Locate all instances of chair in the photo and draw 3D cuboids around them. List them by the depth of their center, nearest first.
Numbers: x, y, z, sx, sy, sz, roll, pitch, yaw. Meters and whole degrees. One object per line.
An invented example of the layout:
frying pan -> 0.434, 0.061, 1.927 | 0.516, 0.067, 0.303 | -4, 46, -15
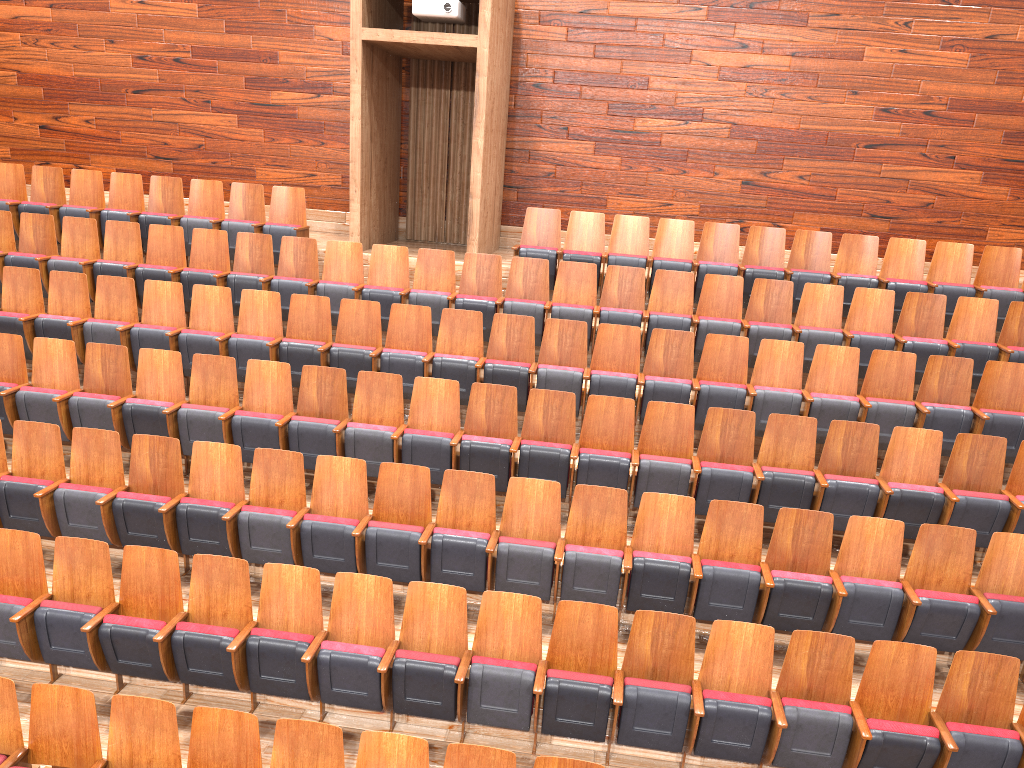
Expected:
chair -> -0.149, 0.108, 0.484 | 1.181, 0.389, 0.742 | 6, 16, 6

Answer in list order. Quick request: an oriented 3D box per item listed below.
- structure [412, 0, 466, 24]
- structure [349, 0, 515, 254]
structure -> -0.060, -0.318, 0.724 | 0.038, 0.033, 0.039 | 6, 17, 6
structure -> -0.068, -0.289, 0.793 | 0.116, 0.343, 0.138 | 6, 20, 6
